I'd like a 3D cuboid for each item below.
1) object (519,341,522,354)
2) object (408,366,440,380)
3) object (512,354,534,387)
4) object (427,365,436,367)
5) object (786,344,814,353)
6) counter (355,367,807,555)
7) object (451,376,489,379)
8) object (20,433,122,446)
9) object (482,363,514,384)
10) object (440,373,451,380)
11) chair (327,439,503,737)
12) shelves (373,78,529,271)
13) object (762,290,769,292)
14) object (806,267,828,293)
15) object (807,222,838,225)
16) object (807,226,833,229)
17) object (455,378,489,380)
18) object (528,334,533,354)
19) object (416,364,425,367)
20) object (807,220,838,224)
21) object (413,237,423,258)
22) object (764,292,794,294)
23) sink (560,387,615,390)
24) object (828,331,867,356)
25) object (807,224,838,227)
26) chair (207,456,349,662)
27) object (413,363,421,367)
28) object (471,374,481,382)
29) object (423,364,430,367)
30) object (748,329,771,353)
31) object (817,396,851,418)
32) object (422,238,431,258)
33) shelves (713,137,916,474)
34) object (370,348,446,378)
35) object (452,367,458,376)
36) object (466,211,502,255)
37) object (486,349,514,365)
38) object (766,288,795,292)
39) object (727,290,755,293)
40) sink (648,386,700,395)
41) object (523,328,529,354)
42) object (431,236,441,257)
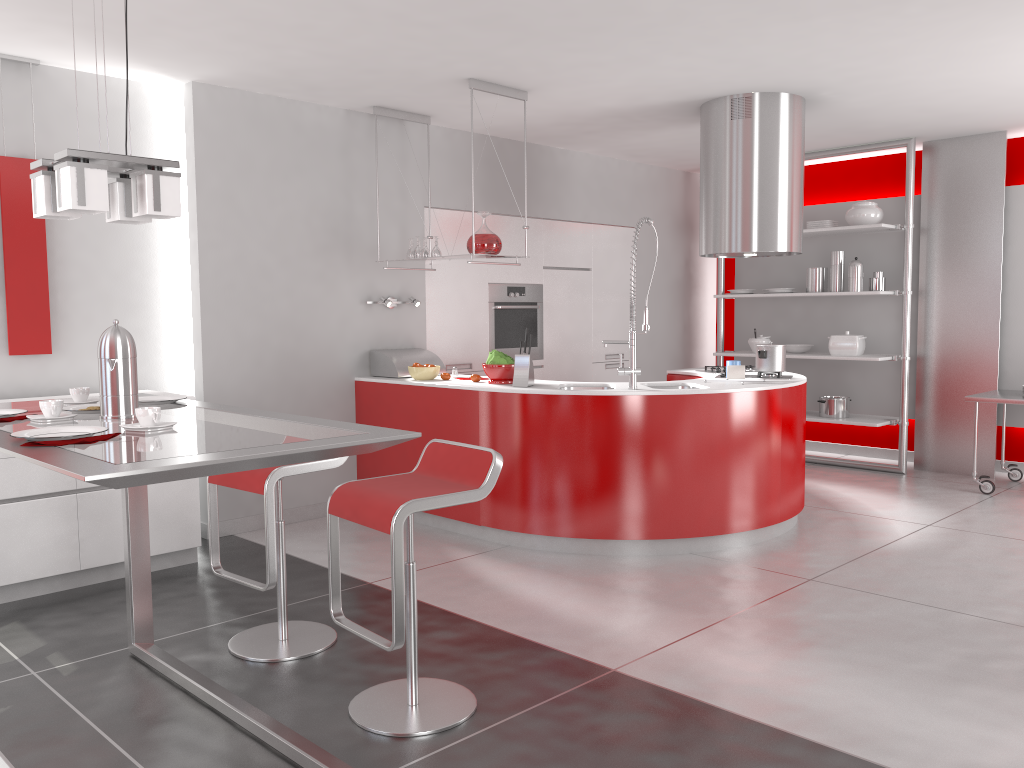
[{"bbox_3d":[0.044,-0.142,5.012,0.009,0.197,0.091,1,5,16],"label":"object"},{"bbox_3d":[-0.550,-0.068,5.560,0.201,0.086,0.201,-5,6,-43],"label":"object"},{"bbox_3d":[0.063,-0.078,4.991,0.091,0.178,0.137,1,5,18],"label":"object"},{"bbox_3d":[-0.505,-0.097,5.546,0.062,0.049,0.066,-4,6,-37],"label":"object"},{"bbox_3d":[2.460,-0.302,7.648,0.272,0.072,0.272,0,5,9],"label":"object"},{"bbox_3d":[0.491,0.407,5.538,2.865,0.880,1.868,-1,5,-11],"label":"counter"},{"bbox_3d":[-0.210,-0.040,5.576,0.375,0.008,0.041,1,5,22],"label":"object"},{"bbox_3d":[-1.014,0.133,2.077,0.095,0.012,0.234,4,6,44],"label":"object"},{"bbox_3d":[-0.060,-0.062,5.211,0.229,0.118,0.228,1,5,16],"label":"object"},{"bbox_3d":[-0.412,-0.045,5.505,0.065,0.047,0.063,4,7,45],"label":"object"},{"bbox_3d":[-0.314,0.638,2.909,0.460,0.857,0.418,-4,6,-40],"label":"chair"},{"bbox_3d":[-0.386,-1.235,5.471,0.462,1.023,0.934,-5,6,-44],"label":"shelves"},{"bbox_3d":[2.320,-0.807,7.785,0.244,0.042,0.244,3,6,37],"label":"object"},{"bbox_3d":[2.518,-0.857,7.341,0.172,0.205,0.184,-4,6,-39],"label":"object"},{"bbox_3d":[2.562,-1.308,7.321,0.200,0.030,0.200,-5,6,-44],"label":"object"},{"bbox_3d":[2.562,-1.278,7.323,0.200,0.030,0.200,-5,6,-44],"label":"object"},{"bbox_3d":[-0.261,-0.036,5.603,0.168,0.006,0.266,-2,5,-18],"label":"object"},{"bbox_3d":[0.096,-0.139,4.995,0.012,0.279,0.130,1,5,16],"label":"object"},{"bbox_3d":[-0.570,-0.098,5.553,0.065,0.052,0.062,2,5,30],"label":"object"},{"bbox_3d":[2.561,-1.324,7.320,0.200,0.030,0.200,-5,6,-44],"label":"object"},{"bbox_3d":[-0.585,-0.846,5.527,0.060,0.141,0.060,1,5,22],"label":"object"},{"bbox_3d":[2.273,-0.770,7.500,0.280,0.015,0.280,-2,5,-15],"label":"object"},{"bbox_3d":[0.419,0.119,4.962,0.326,0.172,0.428,0,5,6],"label":"sink"},{"bbox_3d":[2.734,-0.333,7.237,0.282,0.197,0.235,3,6,35],"label":"object"},{"bbox_3d":[2.562,-1.293,7.322,0.200,0.030,0.200,-5,6,-44],"label":"object"},{"bbox_3d":[-0.899,0.595,3.505,0.418,0.857,0.460,3,6,40],"label":"chair"},{"bbox_3d":[-0.598,-0.106,5.606,0.055,0.058,0.066,2,5,31],"label":"object"},{"bbox_3d":[-0.218,-0.036,5.338,0.064,0.048,0.063,1,5,23],"label":"object"},{"bbox_3d":[-0.536,-0.102,5.605,0.066,0.049,0.062,4,6,42],"label":"object"},{"bbox_3d":[2.158,-0.378,7.737,0.192,0.214,0.192,2,5,32],"label":"object"},{"bbox_3d":[2.660,0.189,7.319,0.240,0.161,0.259,2,5,28],"label":"object"},{"bbox_3d":[-0.544,-0.853,5.602,0.060,0.141,0.060,-5,6,-44],"label":"object"},{"bbox_3d":[2.483,-0.630,7.477,0.535,2.599,1.735,-5,6,-44],"label":"shelves"},{"bbox_3d":[-0.692,-0.145,5.917,0.400,0.170,0.300,-5,6,-44],"label":"object"},{"bbox_3d":[-0.373,-0.082,5.811,0.042,0.066,0.043,-3,5,-31],"label":"object"},{"bbox_3d":[-0.166,-0.895,5.306,0.213,0.266,0.213,-2,5,-17],"label":"object"},{"bbox_3d":[-0.053,-0.115,5.200,0.193,0.182,0.198,-4,6,-39],"label":"object"},{"bbox_3d":[2.273,-0.783,7.499,0.244,0.042,0.244,2,5,30],"label":"object"},{"bbox_3d":[2.014,-0.804,7.779,0.244,0.042,0.244,2,5,30],"label":"object"},{"bbox_3d":[0.905,0.115,4.959,0.326,0.172,0.428,-1,5,-6],"label":"sink"},{"bbox_3d":[0.072,-0.156,5.011,0.014,0.322,0.150,1,5,16],"label":"object"},{"bbox_3d":[-0.473,-0.848,5.533,0.060,0.141,0.060,-5,6,-44],"label":"object"}]
